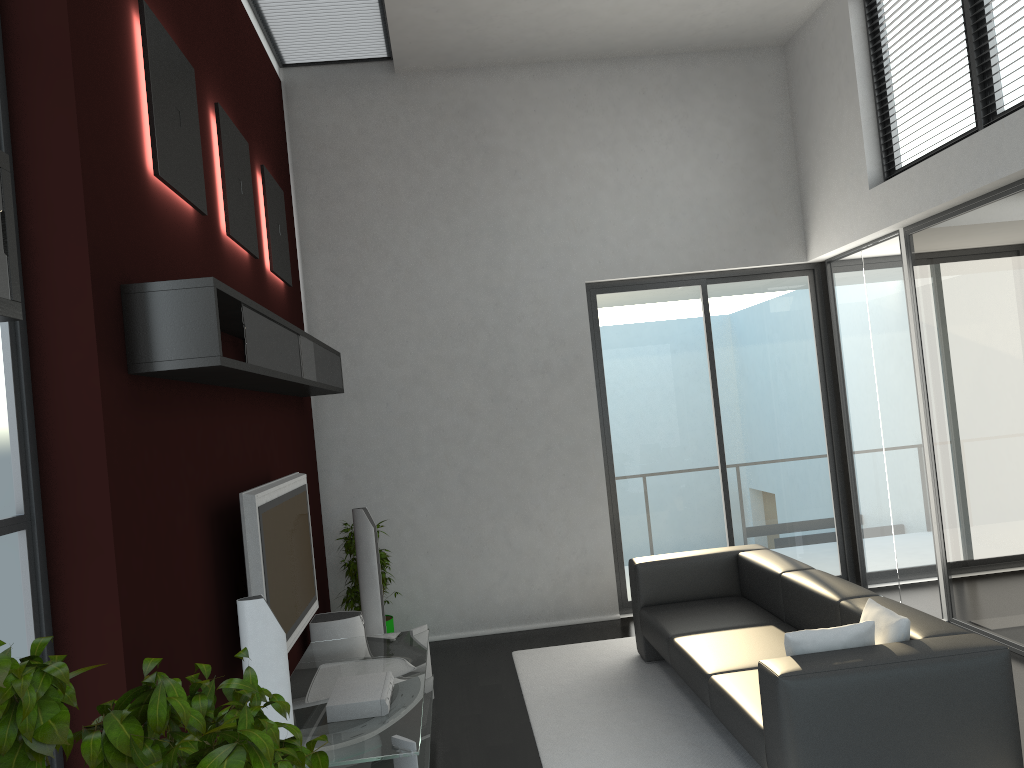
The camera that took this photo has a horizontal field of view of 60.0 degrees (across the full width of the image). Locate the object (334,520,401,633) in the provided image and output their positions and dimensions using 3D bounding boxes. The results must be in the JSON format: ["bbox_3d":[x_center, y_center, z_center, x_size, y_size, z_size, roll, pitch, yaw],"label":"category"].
[{"bbox_3d":[-1.071,1.503,6.516,0.507,1.068,0.599,-5,-2,-20],"label":"object"}]

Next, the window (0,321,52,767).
[{"bbox_3d":[-1.479,-0.305,2.250,0.025,4.400,0.800,-6,-2,-4],"label":"window"}]

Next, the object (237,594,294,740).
[{"bbox_3d":[-0.831,1.320,3.120,0.215,1.141,0.228,-5,-2,-19],"label":"object"}]

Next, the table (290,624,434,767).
[{"bbox_3d":[-0.837,1.409,4.498,0.771,1.093,2.046,-6,-2,-4],"label":"table"}]

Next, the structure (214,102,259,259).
[{"bbox_3d":[-1.497,-1.070,4.796,0.055,0.676,0.678,-6,-2,-4],"label":"structure"}]

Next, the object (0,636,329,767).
[{"bbox_3d":[-0.502,1.064,1.102,0.646,1.515,0.994,-5,-2,-13],"label":"object"}]

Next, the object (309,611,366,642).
[{"bbox_3d":[-1.091,1.746,5.679,0.323,0.518,0.286,-6,-2,-4],"label":"object"}]

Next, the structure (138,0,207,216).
[{"bbox_3d":[-1.416,-1.110,3.692,0.055,0.676,0.678,-6,-2,-4],"label":"structure"}]

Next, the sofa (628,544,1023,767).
[{"bbox_3d":[1.362,1.393,4.655,0.943,0.652,2.781,-6,-2,-4],"label":"sofa"}]

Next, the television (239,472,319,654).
[{"bbox_3d":[-1.158,0.891,4.468,0.099,0.807,1.436,-6,-2,-4],"label":"television"}]

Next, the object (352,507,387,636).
[{"bbox_3d":[-0.962,1.418,6.065,0.215,1.141,0.228,-6,-2,11],"label":"object"}]

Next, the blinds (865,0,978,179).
[{"bbox_3d":[2.572,-2.118,5.620,0.048,1.372,1.076,-6,-2,-4],"label":"blinds"}]

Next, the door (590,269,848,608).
[{"bbox_3d":[1.706,0.426,7.296,1.900,2.600,0.050,-6,-2,-4],"label":"door"}]

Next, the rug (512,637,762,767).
[{"bbox_3d":[1.059,1.767,4.607,1.875,0.009,3.695,-6,-2,-4],"label":"rug"}]

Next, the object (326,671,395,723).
[{"bbox_3d":[-0.706,1.467,4.178,0.273,0.073,0.439,-6,-2,-4],"label":"object"}]

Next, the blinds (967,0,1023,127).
[{"bbox_3d":[2.654,-2.159,4.503,0.048,1.372,1.076,-6,-2,-4],"label":"blinds"}]

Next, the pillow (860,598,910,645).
[{"bbox_3d":[1.543,1.124,3.724,0.169,0.361,0.376,-6,-2,-3],"label":"pillow"}]

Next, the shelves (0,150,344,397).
[{"bbox_3d":[-1.151,-0.194,3.072,0.305,0.301,6.988,-6,-2,-4],"label":"shelves"}]

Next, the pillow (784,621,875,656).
[{"bbox_3d":[1.284,1.147,3.604,0.376,0.358,0.186,-6,-2,-3],"label":"pillow"}]

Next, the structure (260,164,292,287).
[{"bbox_3d":[-1.579,-1.029,5.900,0.055,0.676,0.678,-6,-2,-4],"label":"structure"}]
